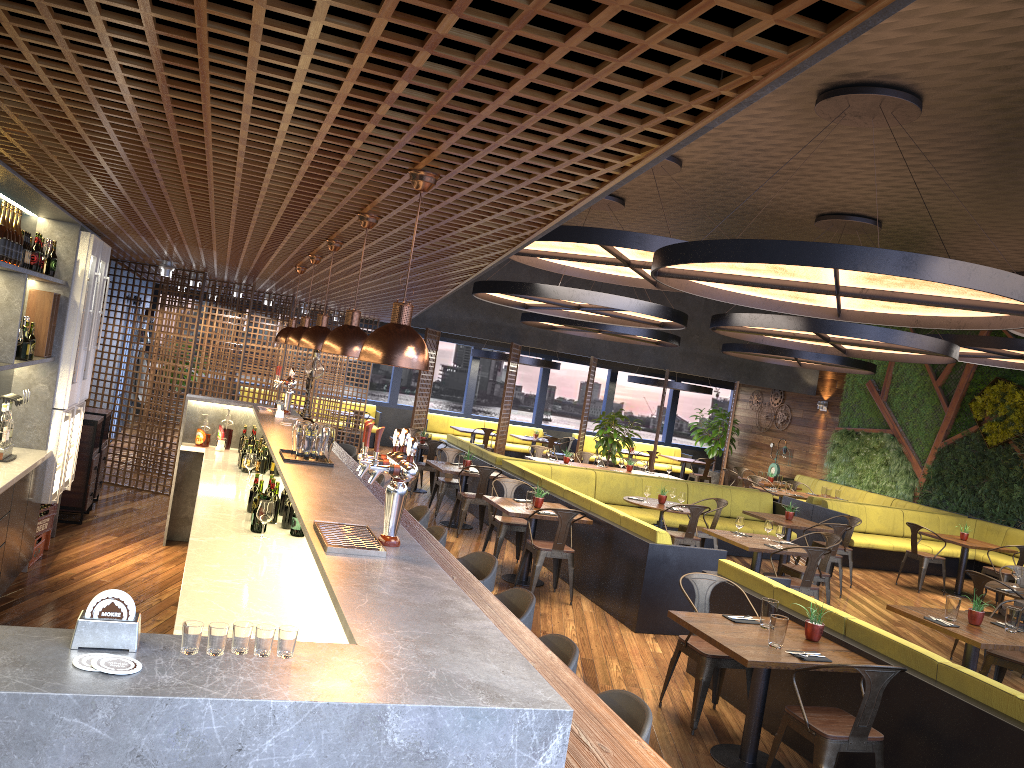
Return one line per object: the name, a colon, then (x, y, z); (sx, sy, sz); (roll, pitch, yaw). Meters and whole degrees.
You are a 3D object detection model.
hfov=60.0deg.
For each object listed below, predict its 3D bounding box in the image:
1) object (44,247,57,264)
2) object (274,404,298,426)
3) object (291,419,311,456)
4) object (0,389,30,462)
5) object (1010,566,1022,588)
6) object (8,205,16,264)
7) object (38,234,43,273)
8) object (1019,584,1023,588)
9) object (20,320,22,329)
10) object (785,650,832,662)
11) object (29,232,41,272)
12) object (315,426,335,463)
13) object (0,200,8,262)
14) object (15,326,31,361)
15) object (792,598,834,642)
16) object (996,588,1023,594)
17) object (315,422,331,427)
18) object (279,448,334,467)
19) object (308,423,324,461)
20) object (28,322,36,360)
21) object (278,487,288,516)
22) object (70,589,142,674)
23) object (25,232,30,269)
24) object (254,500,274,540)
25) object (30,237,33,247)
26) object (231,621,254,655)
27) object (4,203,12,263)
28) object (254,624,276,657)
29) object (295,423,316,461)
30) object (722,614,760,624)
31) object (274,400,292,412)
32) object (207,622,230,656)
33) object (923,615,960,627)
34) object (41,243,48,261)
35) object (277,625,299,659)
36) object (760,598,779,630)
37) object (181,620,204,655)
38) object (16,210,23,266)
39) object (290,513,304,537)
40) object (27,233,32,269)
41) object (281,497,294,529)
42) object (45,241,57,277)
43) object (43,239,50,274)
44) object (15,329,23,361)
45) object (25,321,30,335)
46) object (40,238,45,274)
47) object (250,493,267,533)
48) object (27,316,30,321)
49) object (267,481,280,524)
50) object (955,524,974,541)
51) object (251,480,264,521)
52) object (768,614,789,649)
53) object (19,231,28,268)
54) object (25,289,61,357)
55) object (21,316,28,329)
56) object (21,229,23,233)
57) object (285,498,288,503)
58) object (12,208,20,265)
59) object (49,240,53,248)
object: (-3.301, -0.867, 6.315); (0.097, 0.206, 0.097); (9, 1, 40)
object: (-1.822, 0.256, 7.278); (0.200, 0.106, 0.766); (9, 1, -19)
object: (-1.238, 0.317, 5.189); (0.105, 0.209, 0.105); (9, 1, 16)
object: (-3.484, 0.270, 6.116); (0.204, 0.492, 0.310); (9, 1, -19)
object: (5.074, 1.938, 8.921); (0.097, 0.206, 0.097); (9, 1, -12)
object: (-2.844, -0.846, 5.006); (0.084, 0.330, 0.084); (9, 1, -12)
object: (-3.108, -0.856, 5.808); (0.063, 0.254, 0.063); (10, 1, 44)
object: (5.224, 2.057, 8.972); (0.157, 0.019, 0.255); (9, 1, 24)
object: (-3.293, -0.299, 5.898); (0.063, 0.254, 0.063); (9, 1, 9)
object: (1.654, 1.522, 4.984); (0.255, 0.019, 0.157); (9, 1, -19)
object: (-3.062, -0.847, 5.694); (0.063, 0.254, 0.063); (9, 1, -21)
object: (-1.059, 0.347, 4.997); (0.105, 0.209, 0.105); (9, 1, 16)
object: (-2.785, -0.835, 4.828); (0.084, 0.330, 0.084); (9, 1, -12)
object: (-3.193, -0.268, 5.793); (0.088, 0.224, 0.088); (10, 1, 41)
object: (1.848, 1.421, 5.392); (0.238, 0.271, 0.260); (9, 1, -13)
object: (4.832, 1.998, 8.574); (0.255, 0.019, 0.157); (9, 1, -20)
object: (-1.133, 0.333, 5.233); (0.105, 0.209, 0.105); (9, 1, 16)
object: (-1.184, 0.422, 5.092); (0.273, 0.019, 0.437); (9, 1, -19)
object: (-1.142, 0.333, 5.095); (0.105, 0.209, 0.105); (9, 1, 16)
object: (-3.219, -0.288, 5.929); (0.063, 0.254, 0.063); (9, 1, -16)
object: (-1.455, 0.718, 5.701); (0.063, 0.254, 0.063); (9, 1, -16)
object: (-1.071, 0.428, 1.616); (0.766, 0.106, 0.200); (9, 1, -19)
object: (-2.992, -0.820, 5.440); (0.056, 0.227, 0.056); (9, 1, -42)
object: (-1.386, 0.760, 4.968); (0.097, 0.206, 0.097); (9, 1, 13)
object: (-3.396, -0.905, 6.223); (0.063, 0.254, 0.063); (9, 1, -11)
object: (-0.565, 0.531, 1.852); (0.042, 0.059, 0.042); (9, 1, -21)
object: (-2.816, -0.840, 4.917); (0.084, 0.330, 0.084); (9, 1, -12)
object: (-0.519, 0.538, 1.858); (0.042, 0.059, 0.042); (9, 1, -21)
object: (-1.164, 0.330, 4.973); (0.105, 0.209, 0.105); (9, 1, 16)
object: (1.476, 1.488, 5.624); (0.255, 0.019, 0.157); (9, 1, -19)
object: (-2.147, 0.202, 8.326); (0.091, 0.091, 0.177); (9, 1, -44)
object: (-0.606, 0.524, 1.822); (0.042, 0.059, 0.042); (9, 1, -21)
object: (3.155, 1.746, 6.550); (0.157, 0.019, 0.255); (9, 1, -19)
object: (-3.155, -0.840, 5.923); (0.097, 0.206, 0.097); (9, 1, 40)
object: (-0.475, 0.545, 1.872); (0.042, 0.059, 0.042); (9, 1, -21)
object: (1.586, 1.426, 5.489); (0.102, 0.178, 0.102); (9, 1, -33)
object: (-0.653, 0.517, 1.807); (0.042, 0.059, 0.042); (9, 1, -21)
object: (-2.905, -0.857, 5.194); (0.084, 0.330, 0.084); (9, 1, -12)
object: (-1.234, 0.773, 5.167); (0.088, 0.224, 0.088); (9, 1, 36)
object: (-3.011, -0.823, 5.499); (0.056, 0.227, 0.056); (9, 1, -32)
object: (-1.335, 0.741, 5.320); (0.063, 0.254, 0.063); (9, 1, -11)
object: (-3.220, -0.877, 6.212); (0.063, 0.254, 0.063); (9, 1, 9)
object: (-3.409, -0.923, 6.485); (0.079, 0.281, 0.079); (9, 1, -10)
object: (-3.174, -0.254, 5.650); (0.097, 0.206, 0.097); (9, 1, 40)
object: (-3.308, -0.303, 6.026); (0.063, 0.254, 0.063); (9, 1, 34)
object: (-3.247, -0.881, 6.103); (0.063, 0.254, 0.063); (9, 1, 24)
object: (-1.444, 0.740, 5.099); (0.088, 0.224, 0.088); (9, 1, 11)
object: (-3.411, -0.336, 6.217); (0.079, 0.281, 0.079); (9, 1, -25)
object: (-1.447, 0.722, 5.410); (0.063, 0.254, 0.063); (9, 1, 9)
object: (6.425, 2.084, 12.599); (0.260, 0.271, 0.238); (9, 1, 20)
object: (-1.537, 0.708, 5.384); (0.063, 0.254, 0.063); (9, 1, -16)
object: (1.517, 1.418, 5.071); (0.102, 0.178, 0.102); (9, 1, 17)
object: (-2.973, -0.816, 5.383); (0.056, 0.227, 0.056); (9, 1, 33)
object: (-3.464, -0.446, 6.517); (0.161, 0.475, 0.300); (9, 1, -19)
object: (-3.382, -0.331, 6.128); (0.079, 0.281, 0.079); (9, 1, -45)
object: (-3.158, -0.862, 5.668); (0.063, 0.254, 0.063); (9, 1, 34)
object: (-1.362, 0.735, 5.440); (0.063, 0.254, 0.063); (9, 1, 9)
object: (-2.872, -0.851, 5.104); (0.084, 0.330, 0.084); (9, 1, -12)
object: (-3.439, -0.929, 6.575); (0.079, 0.281, 0.079); (9, 1, 40)
